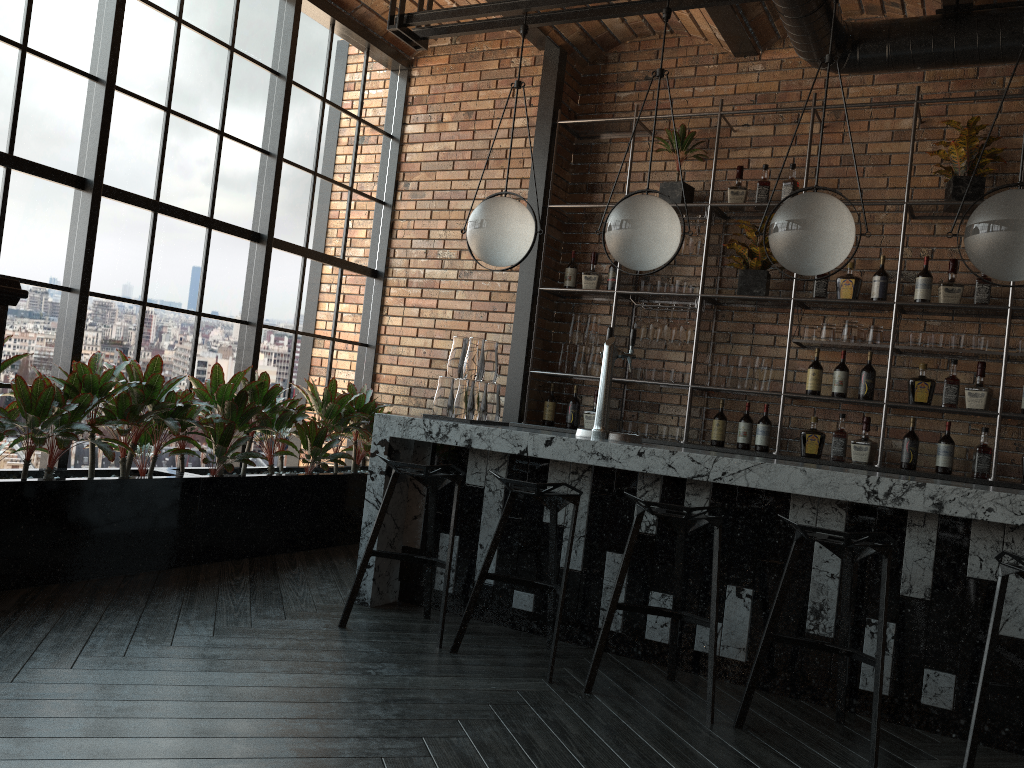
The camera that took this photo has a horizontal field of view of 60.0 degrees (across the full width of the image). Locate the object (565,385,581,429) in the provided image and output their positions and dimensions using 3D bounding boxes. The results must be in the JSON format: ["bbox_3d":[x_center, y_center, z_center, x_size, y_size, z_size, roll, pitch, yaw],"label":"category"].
[{"bbox_3d":[0.421,0.156,6.022,0.086,0.297,0.086,7,-2,-28],"label":"object"}]

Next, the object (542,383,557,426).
[{"bbox_3d":[0.268,0.142,6.140,0.086,0.299,0.086,7,-2,-13],"label":"object"}]

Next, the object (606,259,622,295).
[{"bbox_3d":[0.695,-0.755,5.989,0.086,0.299,0.086,7,-2,-13],"label":"object"}]

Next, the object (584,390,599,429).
[{"bbox_3d":[0.563,0.181,5.958,0.123,0.279,0.123,5,-2,42],"label":"object"}]

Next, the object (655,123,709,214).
[{"bbox_3d":[1.105,-1.417,5.855,0.377,0.554,0.422,6,-2,16],"label":"object"}]

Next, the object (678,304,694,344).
[{"bbox_3d":[1.108,-0.379,5.630,0.092,0.244,0.092,5,-2,34],"label":"object"}]

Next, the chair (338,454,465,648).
[{"bbox_3d":[-0.406,0.689,3.849,0.475,0.737,0.414,6,-2,18],"label":"chair"}]

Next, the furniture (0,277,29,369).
[{"bbox_3d":[-3.268,0.025,0.017,1.979,1.212,5.451,6,-2,28],"label":"furniture"}]

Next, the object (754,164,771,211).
[{"bbox_3d":[1.576,-1.235,5.561,0.083,0.282,0.083,6,-2,13],"label":"object"}]

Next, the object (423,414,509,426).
[{"bbox_3d":[-0.226,0.182,4.456,0.273,0.019,0.437,6,-2,28],"label":"object"}]

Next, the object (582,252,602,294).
[{"bbox_3d":[0.550,-0.759,6.047,0.123,0.279,0.123,6,-2,17],"label":"object"}]

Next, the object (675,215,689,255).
[{"bbox_3d":[1.082,-0.957,5.694,0.092,0.244,0.092,5,-2,34],"label":"object"}]

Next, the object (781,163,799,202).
[{"bbox_3d":[1.722,-1.221,5.483,0.083,0.282,0.083,5,-2,43],"label":"object"}]

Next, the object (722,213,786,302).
[{"bbox_3d":[1.532,-0.785,5.514,0.430,0.526,0.425,5,-2,40],"label":"object"}]

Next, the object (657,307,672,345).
[{"bbox_3d":[1.007,-0.384,5.871,0.092,0.244,0.092,5,-2,34],"label":"object"}]

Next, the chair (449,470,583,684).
[{"bbox_3d":[0.095,0.739,3.579,0.475,0.737,0.414,5,-2,33],"label":"chair"}]

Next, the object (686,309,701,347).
[{"bbox_3d":[1.185,-0.366,5.776,0.092,0.244,0.092,5,-2,34],"label":"object"}]

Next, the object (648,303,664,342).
[{"bbox_3d":[0.931,-0.396,5.726,0.092,0.244,0.092,5,-2,34],"label":"object"}]

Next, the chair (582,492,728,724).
[{"bbox_3d":[0.589,0.788,3.314,0.475,0.737,0.414,6,-2,23],"label":"chair"}]

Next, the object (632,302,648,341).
[{"bbox_3d":[0.834,-0.406,5.778,0.092,0.244,0.092,5,-2,34],"label":"object"}]

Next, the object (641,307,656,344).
[{"bbox_3d":[0.911,-0.393,5.923,0.092,0.244,0.092,5,-2,34],"label":"object"}]

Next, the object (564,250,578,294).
[{"bbox_3d":[0.415,-0.782,6.171,0.086,0.298,0.086,7,-2,-13],"label":"object"}]

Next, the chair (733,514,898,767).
[{"bbox_3d":[1.099,0.838,3.040,0.475,0.737,0.414,5,-2,38],"label":"chair"}]

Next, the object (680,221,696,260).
[{"bbox_3d":[1.159,-0.944,5.840,0.092,0.244,0.092,5,-2,34],"label":"object"}]

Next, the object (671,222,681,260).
[{"bbox_3d":[1.072,-0.953,5.886,0.092,0.244,0.092,5,-2,34],"label":"object"}]

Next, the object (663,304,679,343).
[{"bbox_3d":[1.017,-0.388,5.679,0.092,0.244,0.092,5,-2,34],"label":"object"}]

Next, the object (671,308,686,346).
[{"bbox_3d":[1.094,-0.375,5.825,0.092,0.244,0.092,5,-2,34],"label":"object"}]

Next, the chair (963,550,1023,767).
[{"bbox_3d":[1.662,0.894,2.738,0.475,0.737,0.414,6,-2,23],"label":"chair"}]

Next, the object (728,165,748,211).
[{"bbox_3d":[1.438,-1.246,5.636,0.123,0.279,0.123,6,-2,17],"label":"object"}]

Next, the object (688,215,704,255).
[{"bbox_3d":[1.173,-0.948,5.646,0.092,0.244,0.092,5,-2,34],"label":"object"}]

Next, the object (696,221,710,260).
[{"bbox_3d":[1.250,-0.935,5.791,0.092,0.244,0.092,5,-2,34],"label":"object"}]
